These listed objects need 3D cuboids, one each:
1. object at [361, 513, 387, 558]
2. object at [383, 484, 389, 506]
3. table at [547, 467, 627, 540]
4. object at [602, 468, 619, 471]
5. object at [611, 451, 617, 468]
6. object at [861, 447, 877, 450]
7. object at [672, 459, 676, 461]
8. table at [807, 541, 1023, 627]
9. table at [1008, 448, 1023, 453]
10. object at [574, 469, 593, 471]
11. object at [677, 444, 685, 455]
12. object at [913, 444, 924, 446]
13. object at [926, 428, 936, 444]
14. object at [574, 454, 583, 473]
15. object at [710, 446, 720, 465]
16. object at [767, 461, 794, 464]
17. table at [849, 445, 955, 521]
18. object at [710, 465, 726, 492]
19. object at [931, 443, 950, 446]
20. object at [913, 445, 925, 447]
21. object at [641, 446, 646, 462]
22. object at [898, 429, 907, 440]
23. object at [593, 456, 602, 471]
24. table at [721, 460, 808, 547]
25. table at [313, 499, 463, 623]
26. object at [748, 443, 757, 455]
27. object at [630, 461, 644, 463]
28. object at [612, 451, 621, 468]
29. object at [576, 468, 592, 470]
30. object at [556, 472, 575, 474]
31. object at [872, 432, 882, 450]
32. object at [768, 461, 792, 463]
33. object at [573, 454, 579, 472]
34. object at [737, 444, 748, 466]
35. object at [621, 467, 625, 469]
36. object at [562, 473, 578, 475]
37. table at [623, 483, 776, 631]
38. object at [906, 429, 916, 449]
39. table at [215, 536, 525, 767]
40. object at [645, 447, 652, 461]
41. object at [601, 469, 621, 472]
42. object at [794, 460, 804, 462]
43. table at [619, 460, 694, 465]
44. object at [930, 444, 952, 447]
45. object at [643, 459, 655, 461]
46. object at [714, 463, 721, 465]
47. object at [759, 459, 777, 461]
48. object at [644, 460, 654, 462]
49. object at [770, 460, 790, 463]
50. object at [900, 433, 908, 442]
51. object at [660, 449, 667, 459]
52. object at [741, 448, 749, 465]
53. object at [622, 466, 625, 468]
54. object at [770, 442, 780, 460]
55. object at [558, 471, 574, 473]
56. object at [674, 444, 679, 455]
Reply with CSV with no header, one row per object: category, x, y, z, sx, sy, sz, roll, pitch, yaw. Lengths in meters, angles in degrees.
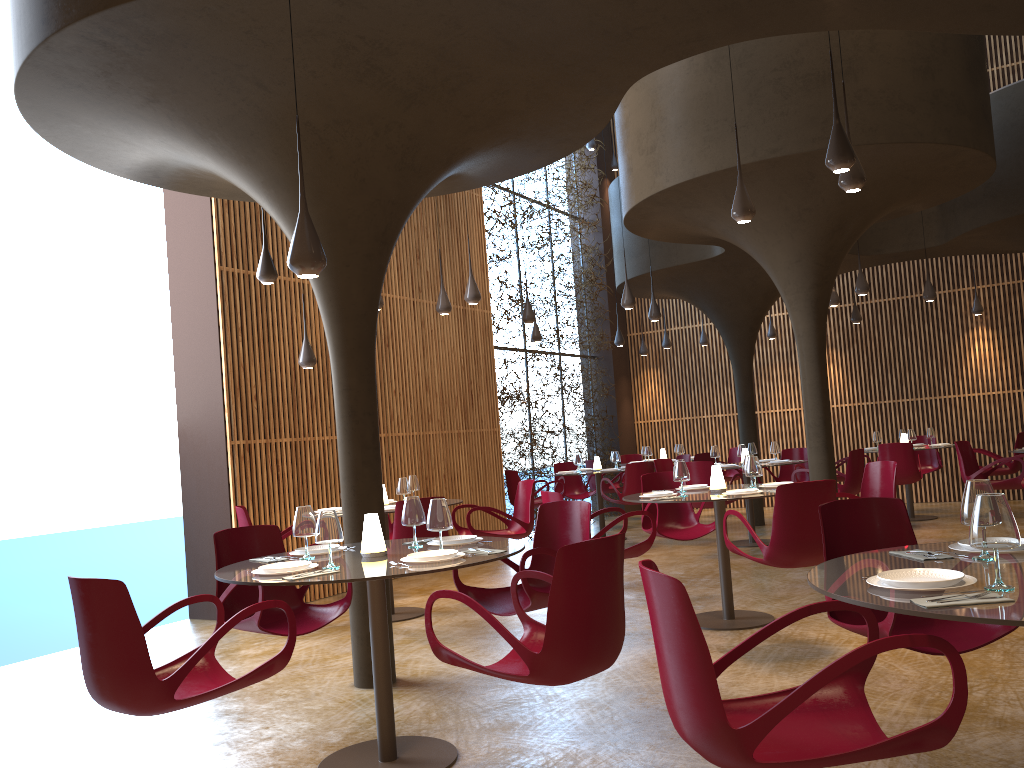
object,-0.771,0.834,4.899,0.142,0.232,0.144,-5,-3,8
object,-1.356,1.163,9.223,0.144,0.232,0.142,-5,-3,16
table,1.437,1.973,14.382,1.671,1.129,1.675,-3,-3,-18
object,1.543,1.347,13.911,0.263,0.029,0.263,-4,-4,-9
object,1.694,1.252,14.583,0.142,0.295,0.142,-3,-3,-20
object,5.813,1.056,14.414,0.263,0.029,0.263,-3,-4,-24
object,2.995,1.383,16.135,0.263,0.029,0.263,-6,-4,23
table,1.909,1.186,2.950,1.672,1.129,1.674,-4,-3,-1
table,6.918,1.305,10.551,1.671,1.129,1.675,-2,-4,-40
object,1.214,1.447,14.902,0.332,0.014,0.332,-6,-4,23
object,3.114,1.259,16.334,0.142,0.295,0.142,-4,-3,-10
object,6.621,1.003,14.546,0.263,0.029,0.263,-8,-5,41
object,6.666,0.843,14.105,0.142,0.295,0.142,-4,-3,-16
object,1.065,1.271,14.137,0.142,0.295,0.142,-6,-3,30
object,2.923,1.038,12.749,0.142,0.295,0.142,-3,-3,-21
object,3.710,1.086,12.281,0.410,0.012,0.205,-1,-5,-43
table,6.314,1.585,14.126,1.675,1.129,1.672,-7,-4,40
object,1.800,0.828,7.779,0.142,0.232,0.144,-5,-3,23
object,6.702,0.952,13.868,0.263,0.029,0.263,-5,-4,9
object,6.622,1.013,14.546,0.332,0.014,0.332,-6,-4,28
object,2.540,1.342,16.929,0.142,0.295,0.142,-6,-3,31
object,6.388,0.889,14.486,0.142,0.295,0.142,-6,-3,30
object,1.385,1.295,14.408,0.142,0.232,0.145,-4,-3,-4
table,3.380,1.709,12.614,1.671,1.129,1.675,-2,-4,-40
table,-1.305,1.840,9.197,1.671,1.129,1.675,-4,-3,-14
object,3.509,1.007,12.947,0.142,0.295,0.142,-5,-3,18
object,2.323,1.456,16.466,0.263,0.029,0.263,-6,-4,18
object,1.662,1.223,14.110,0.142,0.295,0.142,-2,-3,-44
object,1.213,1.437,14.902,0.263,0.029,0.263,-3,-4,-22
object,0.871,1.430,14.241,0.332,0.014,0.332,-5,-4,11
object,5.844,0.911,14.190,0.142,0.295,0.142,-4,-3,2
object,3.713,1.085,12.285,0.331,0.014,0.332,-2,-4,-29
object,1.088,1.306,14.705,0.142,0.295,0.142,-7,-3,42
object,3.187,0.985,12.247,0.142,0.295,0.142,-5,-3,22
object,1.916,1.366,14.483,0.332,0.014,0.332,-6,-4,23
object,0.928,1.413,13.944,0.262,0.017,0.127,-3,-4,-14
table,1.852,1.506,7.752,1.672,1.129,1.675,-4,-3,-6
object,6.191,0.855,13.741,0.142,0.295,0.142,-5,-3,23
table,-0.719,1.512,4.873,1.671,1.129,1.675,-2,-4,-37
object,2.518,1.306,16.361,0.142,0.295,0.142,-6,-3,30
object,1.543,1.357,13.910,0.332,0.014,0.332,-7,-5,39
object,3.960,1.085,12.460,0.126,0.017,0.262,-1,-5,-39
table,2.889,2.009,16.606,1.671,1.129,1.675,-3,-3,-18
object,6.702,0.962,13.868,0.331,0.014,0.332,-2,-5,-36
object,2.666,1.473,17.127,0.263,0.029,0.263,-3,-4,-16
object,2.932,1.180,12.977,0.263,0.029,0.263,-7,-4,31
object,3.750,1.117,12.967,0.263,0.029,0.263,-7,-4,32
object,2.666,1.483,17.126,0.332,0.014,0.332,-6,-4,23
object,3.712,1.075,12.285,0.263,0.029,0.263,-2,-5,-36
object,6.263,0.907,14.152,0.142,0.232,0.144,-5,-3,16
object,2.838,1.331,16.632,0.144,0.232,0.142,-5,-3,6
object,3.329,1.031,12.640,0.142,0.232,0.145,-4,-3,-14
object,1.915,1.356,14.483,0.263,0.029,0.263,-6,-4,23
object,3.718,0.963,12.523,0.142,0.295,0.142,-5,-3,5
object,0.870,1.420,14.242,0.263,0.029,0.263,-4,-4,2
object,3.146,1.288,16.807,0.142,0.295,0.142,-2,-3,-42
